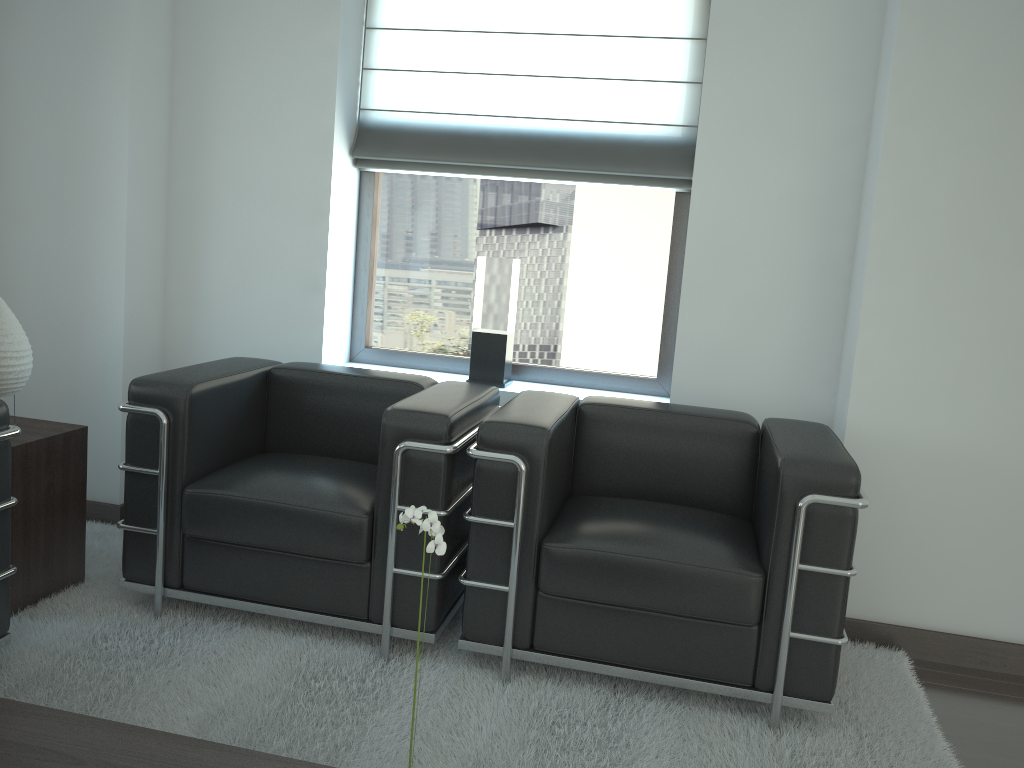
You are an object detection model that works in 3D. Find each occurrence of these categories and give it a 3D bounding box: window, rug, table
[{"bbox_3d":[0.076,-1.386,5.608,2.133,2.721,0.146,6,7,11],"label":"window"},{"bbox_3d":[-1.174,1.487,2.012,5.171,0.110,6.275,6,9,11],"label":"rug"},{"bbox_3d":[-2.605,0.620,4.336,0.786,0.841,0.528,6,8,11],"label":"table"},{"bbox_3d":[-0.821,1.396,1.560,1.922,0.439,1.943,6,9,11],"label":"table"}]

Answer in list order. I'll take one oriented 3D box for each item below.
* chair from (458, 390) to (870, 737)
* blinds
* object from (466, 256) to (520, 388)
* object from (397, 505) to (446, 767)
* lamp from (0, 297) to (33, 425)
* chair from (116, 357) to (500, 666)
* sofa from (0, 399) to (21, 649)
[{"bbox_3d":[0.670,0.738,4.161,1.647,1.166,1.127,6,8,11],"label":"chair"},{"bbox_3d":[0.093,-1.981,5.366,2.124,1.470,0.223,6,7,11],"label":"blinds"},{"bbox_3d":[-0.107,-0.384,5.436,0.243,0.773,0.239,6,8,11],"label":"object"},{"bbox_3d":[-0.217,0.700,1.692,0.336,0.988,0.253,6,7,11],"label":"object"},{"bbox_3d":[-2.490,-0.106,4.215,0.376,0.652,0.375,11,10,40],"label":"lamp"},{"bbox_3d":[-0.971,0.552,4.502,1.647,1.166,1.127,6,8,11],"label":"chair"},{"bbox_3d":[-2.848,0.794,2.018,1.124,1.165,3.489,6,9,11],"label":"sofa"}]
